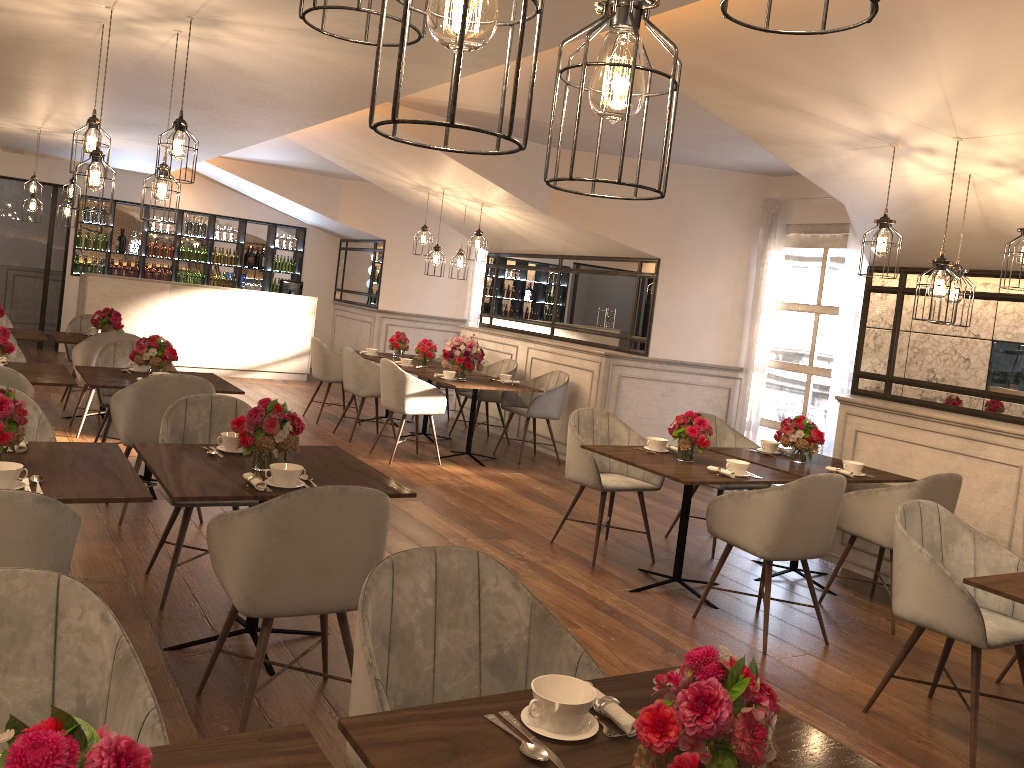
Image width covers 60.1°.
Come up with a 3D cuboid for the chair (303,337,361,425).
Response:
[{"bbox_3d":[-1.874,-0.043,9.317,0.525,0.870,0.568,5,4,-32],"label":"chair"}]

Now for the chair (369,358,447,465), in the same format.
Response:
[{"bbox_3d":[-0.908,0.227,7.716,0.525,0.870,0.568,5,4,-32],"label":"chair"}]

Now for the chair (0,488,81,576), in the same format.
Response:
[{"bbox_3d":[-1.533,0.659,2.486,0.563,0.870,0.529,5,4,-32],"label":"chair"}]

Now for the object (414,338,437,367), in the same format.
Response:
[{"bbox_3d":[-0.880,-0.326,8.923,0.234,0.300,0.306,6,4,-12],"label":"object"}]

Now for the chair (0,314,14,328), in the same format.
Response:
[{"bbox_3d":[-4.804,-0.260,7.936,0.563,0.870,0.529,5,4,-32],"label":"chair"}]

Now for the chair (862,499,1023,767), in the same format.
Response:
[{"bbox_3d":[1.789,0.955,3.535,0.563,0.870,0.529,5,4,-32],"label":"chair"}]

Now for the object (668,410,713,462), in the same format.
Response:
[{"bbox_3d":[0.988,0.281,4.960,0.234,0.300,0.306,6,4,-12],"label":"object"}]

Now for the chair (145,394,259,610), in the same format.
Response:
[{"bbox_3d":[-1.389,0.518,4.126,0.563,0.870,0.529,5,4,-32],"label":"chair"}]

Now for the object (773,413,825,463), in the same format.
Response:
[{"bbox_3d":[1.779,0.327,5.460,0.306,0.301,0.234,9,4,33],"label":"object"}]

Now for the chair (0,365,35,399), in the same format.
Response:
[{"bbox_3d":[-2.859,0.288,4.684,0.563,0.870,0.529,5,4,-32],"label":"chair"}]

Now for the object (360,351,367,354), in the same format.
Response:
[{"bbox_3d":[-1.564,-0.339,9.586,0.175,0.039,0.056,4,5,-32],"label":"object"}]

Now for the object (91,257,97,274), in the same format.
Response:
[{"bbox_3d":[-5.246,-1.491,11.108,0.065,0.207,0.065,5,3,-40],"label":"object"}]

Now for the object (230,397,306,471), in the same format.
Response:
[{"bbox_3d":[-0.970,0.188,3.507,0.235,0.300,0.305,9,5,36],"label":"object"}]

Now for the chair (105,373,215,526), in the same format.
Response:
[{"bbox_3d":[-2.045,0.337,5.184,0.563,0.870,0.529,5,4,-32],"label":"chair"}]

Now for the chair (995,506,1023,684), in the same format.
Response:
[{"bbox_3d":[2.604,1.004,4.035,0.563,0.870,0.529,5,4,-32],"label":"chair"}]

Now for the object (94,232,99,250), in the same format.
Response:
[{"bbox_3d":[-5.947,-2.051,12.685,0.066,0.261,0.065,9,3,37],"label":"object"}]

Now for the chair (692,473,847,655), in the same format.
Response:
[{"bbox_3d":[1.304,0.813,4.400,0.563,0.870,0.529,5,4,-32],"label":"chair"}]

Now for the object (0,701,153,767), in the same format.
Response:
[{"bbox_3d":[-0.517,0.492,0.925,0.305,0.301,0.235,6,4,-10],"label":"object"}]

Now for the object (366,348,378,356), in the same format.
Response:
[{"bbox_3d":[-1.503,-0.339,9.488,0.148,0.072,0.148,8,5,11],"label":"object"}]

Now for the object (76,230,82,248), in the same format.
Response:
[{"bbox_3d":[-6.135,-2.063,12.569,0.066,0.261,0.065,9,3,37],"label":"object"}]

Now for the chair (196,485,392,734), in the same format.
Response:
[{"bbox_3d":[-0.719,0.708,2.986,0.563,0.870,0.529,5,4,-32],"label":"chair"}]

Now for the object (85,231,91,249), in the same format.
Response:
[{"bbox_3d":[-6.041,-2.057,12.627,0.066,0.261,0.065,9,3,37],"label":"object"}]

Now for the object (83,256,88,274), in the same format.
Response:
[{"bbox_3d":[-6.084,-1.698,12.641,0.066,0.261,0.065,9,3,37],"label":"object"}]

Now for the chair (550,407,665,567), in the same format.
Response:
[{"bbox_3d":[0.594,0.620,5.515,0.563,0.870,0.529,5,4,-32],"label":"chair"}]

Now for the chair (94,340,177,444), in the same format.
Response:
[{"bbox_3d":[-2.715,0.146,6.324,0.563,0.870,0.529,5,4,-32],"label":"chair"}]

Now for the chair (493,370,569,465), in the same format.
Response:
[{"bbox_3d":[0.211,0.293,8.424,0.525,0.870,0.568,5,4,-32],"label":"chair"}]

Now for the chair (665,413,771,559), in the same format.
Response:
[{"bbox_3d":[1.409,0.669,6.016,0.563,0.870,0.529,5,4,-32],"label":"chair"}]

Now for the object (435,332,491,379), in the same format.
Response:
[{"bbox_3d":[-0.446,-0.260,8.130,0.419,0.424,0.407,3,5,-43],"label":"object"}]

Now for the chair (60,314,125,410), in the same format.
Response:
[{"bbox_3d":[-3.989,-0.211,8.436,0.563,0.870,0.529,5,4,-32],"label":"chair"}]

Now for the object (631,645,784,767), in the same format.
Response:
[{"bbox_3d":[0.305,0.545,1.394,0.235,0.300,0.305,9,5,36],"label":"object"}]

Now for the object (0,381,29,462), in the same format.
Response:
[{"bbox_3d":[-1.794,0.135,3.035,0.233,0.300,0.307,5,4,-30],"label":"object"}]

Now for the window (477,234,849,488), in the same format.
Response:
[{"bbox_3d":[3.452,0.066,6.872,0.493,2.383,14.601,5,5,-35],"label":"window"}]

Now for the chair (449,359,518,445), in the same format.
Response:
[{"bbox_3d":[-0.272,0.157,9.225,0.525,0.870,0.568,5,4,-32],"label":"chair"}]

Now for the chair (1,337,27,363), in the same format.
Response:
[{"bbox_3d":[-3.530,0.097,5.824,0.563,0.870,0.529,5,4,-32],"label":"chair"}]

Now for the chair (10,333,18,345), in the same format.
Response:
[{"bbox_3d":[-4.134,-0.069,6.795,0.563,0.870,0.529,5,4,-32],"label":"chair"}]

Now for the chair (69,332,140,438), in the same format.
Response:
[{"bbox_3d":[-3.319,-0.020,7.296,0.563,0.870,0.529,5,4,-32],"label":"chair"}]

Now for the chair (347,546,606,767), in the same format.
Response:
[{"bbox_3d":[-0.114,0.875,2.014,0.563,0.870,0.529,5,4,-32],"label":"chair"}]

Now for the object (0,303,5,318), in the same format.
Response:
[{"bbox_3d":[-4.360,-0.594,7.378,0.306,0.301,0.234,9,4,33],"label":"object"}]

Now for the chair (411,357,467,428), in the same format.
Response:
[{"bbox_3d":[-0.755,0.022,10.025,0.525,0.870,0.568,5,4,-32],"label":"chair"}]

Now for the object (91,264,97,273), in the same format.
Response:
[{"bbox_3d":[-5.990,-1.692,12.699,0.066,0.261,0.065,9,3,37],"label":"object"}]

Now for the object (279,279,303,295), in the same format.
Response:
[{"bbox_3d":[-3.135,-1.310,12.602,0.130,0.328,0.408,9,5,36],"label":"object"}]

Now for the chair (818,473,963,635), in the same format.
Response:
[{"bbox_3d":[2.119,0.862,4.900,0.563,0.870,0.529,5,4,-32],"label":"chair"}]

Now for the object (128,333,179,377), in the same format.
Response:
[{"bbox_3d":[-2.295,-0.184,5.704,0.305,0.301,0.235,7,3,1],"label":"object"}]

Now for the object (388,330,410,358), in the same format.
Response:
[{"bbox_3d":[-1.239,-0.443,9.657,0.234,0.300,0.305,8,4,16],"label":"object"}]

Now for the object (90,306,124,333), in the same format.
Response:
[{"bbox_3d":[-3.605,-0.548,7.850,0.306,0.301,0.234,8,4,16],"label":"object"}]

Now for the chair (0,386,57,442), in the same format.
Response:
[{"bbox_3d":[-2.204,0.469,3.626,0.563,0.870,0.529,5,4,-32],"label":"chair"}]

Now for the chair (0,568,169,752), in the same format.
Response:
[{"bbox_3d":[-0.929,0.826,1.514,0.563,0.870,0.529,5,4,-32],"label":"chair"}]

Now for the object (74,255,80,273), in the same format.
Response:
[{"bbox_3d":[-6.178,-1.704,12.583,0.066,0.261,0.065,9,3,37],"label":"object"}]

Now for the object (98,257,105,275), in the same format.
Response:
[{"bbox_3d":[-5.176,-1.487,11.156,0.065,0.207,0.146,5,4,-40],"label":"object"}]

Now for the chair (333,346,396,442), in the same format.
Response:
[{"bbox_3d":[-1.391,0.092,8.517,0.525,0.870,0.568,5,4,-32],"label":"chair"}]

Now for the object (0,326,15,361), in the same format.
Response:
[{"bbox_3d":[-3.116,-0.237,5.232,0.305,0.301,0.235,6,4,-10],"label":"object"}]

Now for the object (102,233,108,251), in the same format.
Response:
[{"bbox_3d":[-5.854,-2.046,12.742,0.066,0.261,0.065,9,3,37],"label":"object"}]
